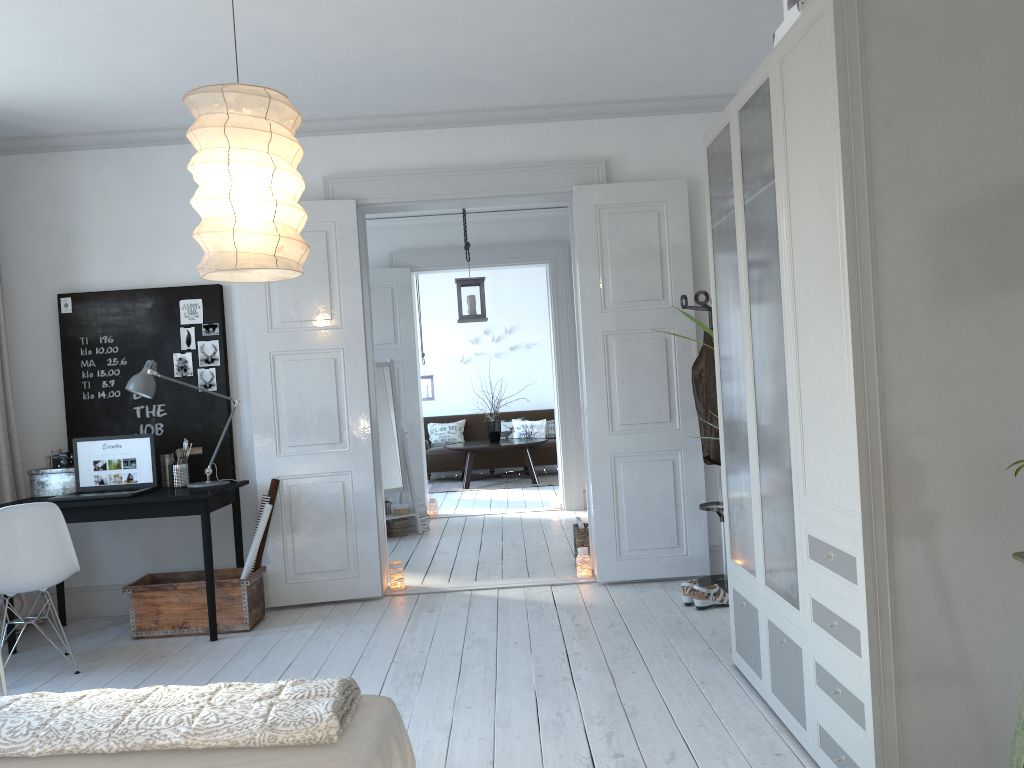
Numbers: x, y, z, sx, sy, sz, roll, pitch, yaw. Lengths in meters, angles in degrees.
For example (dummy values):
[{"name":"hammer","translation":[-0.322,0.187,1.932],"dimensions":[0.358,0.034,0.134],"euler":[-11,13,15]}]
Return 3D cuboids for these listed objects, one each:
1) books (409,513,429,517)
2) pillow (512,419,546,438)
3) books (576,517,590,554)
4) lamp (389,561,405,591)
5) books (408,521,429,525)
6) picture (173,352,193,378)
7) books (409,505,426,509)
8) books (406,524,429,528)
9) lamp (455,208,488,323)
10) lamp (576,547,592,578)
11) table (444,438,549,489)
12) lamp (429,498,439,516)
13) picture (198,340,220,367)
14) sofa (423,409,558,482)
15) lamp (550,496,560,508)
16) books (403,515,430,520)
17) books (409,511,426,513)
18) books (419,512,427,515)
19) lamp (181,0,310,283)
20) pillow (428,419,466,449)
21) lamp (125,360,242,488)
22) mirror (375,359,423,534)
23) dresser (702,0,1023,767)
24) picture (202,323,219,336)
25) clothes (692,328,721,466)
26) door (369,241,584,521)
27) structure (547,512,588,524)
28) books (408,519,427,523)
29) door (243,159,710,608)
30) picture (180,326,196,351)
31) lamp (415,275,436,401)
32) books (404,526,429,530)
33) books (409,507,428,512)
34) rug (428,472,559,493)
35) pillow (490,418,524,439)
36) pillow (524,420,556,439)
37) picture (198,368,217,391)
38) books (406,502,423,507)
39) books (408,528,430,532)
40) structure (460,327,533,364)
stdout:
[{"name":"books","translation":[-0.828,1.133,7.668],"dimensions":[0.178,0.016,0.128],"euler":[-4,0,42]},{"name":"pillow","translation":[0.228,0.609,11.777],"dimensions":[0.471,0.309,0.188],"euler":[-4,1,0]},{"name":"books","translation":[0.532,1.020,5.791],"dimensions":[0.201,0.300,0.179],"euler":[-4,1,-1]},{"name":"lamp","translation":[-0.702,1.169,5.405],"dimensions":[0.089,0.166,0.089],"euler":[-4,1,-8]},{"name":"books","translation":[-0.828,1.196,7.663],"dimensions":[0.187,0.017,0.132],"euler":[-4,0,36]},{"name":"picture","translation":[-1.924,-0.112,5.186],"dimensions":[0.107,0.150,0.001],"euler":[-4,1,-1]},{"name":"books","translation":[-0.836,1.056,7.659],"dimensions":[0.132,0.017,0.187],"euler":[-4,0,-28]},{"name":"books","translation":[-0.827,1.225,7.665],"dimensions":[0.181,0.016,0.128],"euler":[-4,0,44]},{"name":"lamp","translation":[-0.354,-1.353,6.694],"dimensions":[0.228,1.762,0.228],"euler":[-4,1,-4]},{"name":"lamp","translation":[0.438,1.093,5.426],"dimensions":[0.093,0.180,0.093],"euler":[-4,1,-18]},{"name":"table","translation":[-0.180,0.973,10.998],"dimensions":[1.299,0.503,1.300],"euler":[-4,0,-10]},{"name":"lamp","translation":[-0.746,1.170,8.430],"dimensions":[0.089,0.166,0.089],"euler":[-4,1,-2]},{"name":"picture","translation":[-1.774,-0.182,5.187],"dimensions":[0.121,0.153,0.002],"euler":[-4,1,-1]},{"name":"sofa","translation":[-0.193,0.800,11.784],"dimensions":[2.165,0.825,0.968],"euler":[-4,0,-1]},{"name":"lamp","translation":[0.409,1.125,8.431],"dimensions":[0.093,0.110,0.093],"euler":[-3,1,16]},{"name":"books","translation":[-0.826,1.153,7.659],"dimensions":[0.193,0.022,0.128],"euler":[-4,0,32]},{"name":"books","translation":[-0.835,1.099,7.663],"dimensions":[0.128,0.016,0.181],"euler":[-4,0,-30]},{"name":"books","translation":[-0.834,1.116,7.665],"dimensions":[0.128,0.016,0.177],"euler":[-4,0,-34]},{"name":"lamp","translation":[-0.812,-0.935,2.654],"dimensions":[0.339,1.231,0.340],"euler":[-3,1,31]},{"name":"pillow","translation":[-0.870,0.676,11.883],"dimensions":[0.519,0.367,0.239],"euler":[-4,1,-1]},{"name":"lamp","translation":[-1.804,0.218,4.921],"dimensions":[0.616,0.716,0.230],"euler":[-4,1,-30]},{"name":"mirror","translation":[-1.143,0.539,7.467],"dimensions":[0.610,1.489,0.417],"euler":[-4,1,-36]},{"name":"dresser","translation":[1.151,0.051,2.938],"dimensions":[0.630,2.163,1.432],"euler":[-4,1,-1]},{"name":"picture","translation":[-1.763,-0.321,5.185],"dimensions":[0.095,0.071,0.001],"euler":[-4,1,-1]},{"name":"clothes","translation":[1.121,0.077,4.879],"dimensions":[0.237,0.770,0.211],"euler":[-3,1,33]},{"name":"door","translation":[-0.239,-0.021,8.390],"dimensions":[2.598,2.506,0.577],"euler":[-4,1,-1]},{"name":"structure","translation":[0.941,-0.175,7.857],"dimensions":[0.801,2.828,1.247],"euler":[-3,1,44]},{"name":"books","translation":[-0.838,1.177,7.667],"dimensions":[0.167,0.022,0.128],"euler":[-4,0,33]},{"name":"door","translation":[-0.209,-0.020,5.375],"dimensions":[2.598,2.506,0.577],"euler":[-4,1,-1]},{"name":"picture","translation":[-1.895,-0.266,5.185],"dimensions":[0.083,0.146,0.002],"euler":[-4,1,-1]},{"name":"lamp","translation":[-1.119,-0.668,10.989],"dimensions":[0.228,1.762,0.228],"euler":[-4,1,-4]},{"name":"books","translation":[-0.826,1.241,7.668],"dimensions":[0.177,0.016,0.128],"euler":[-4,0,40]},{"name":"books","translation":[-0.828,1.077,7.656],"dimensions":[0.128,0.026,0.200],"euler":[-4,0,-29]},{"name":"rug","translation":[-0.165,1.197,11.029],"dimensions":[1.710,0.055,1.456],"euler":[-4,0,0]},{"name":"pillow","translation":[-0.064,0.636,11.851],"dimensions":[0.473,0.347,0.158],"euler":[-4,1,-2]},{"name":"pillow","translation":[0.428,0.608,11.892],"dimensions":[0.542,0.288,0.183],"euler":[-4,1,0]},{"name":"picture","translation":[-1.785,-0.028,5.189],"dimensions":[0.103,0.136,0.001],"euler":[-4,1,-1]},{"name":"books","translation":[-0.845,1.041,7.671],"dimensions":[0.111,0.014,0.156],"euler":[-4,0,-21]},{"name":"books","translation":[-0.820,1.258,7.670],"dimensions":[0.178,0.016,0.128],"euler":[-4,0,37]},{"name":"structure","translation":[-0.223,-0.543,12.222],"dimensions":[1.025,0.478,0.085],"euler":[-4,1,-1]}]
